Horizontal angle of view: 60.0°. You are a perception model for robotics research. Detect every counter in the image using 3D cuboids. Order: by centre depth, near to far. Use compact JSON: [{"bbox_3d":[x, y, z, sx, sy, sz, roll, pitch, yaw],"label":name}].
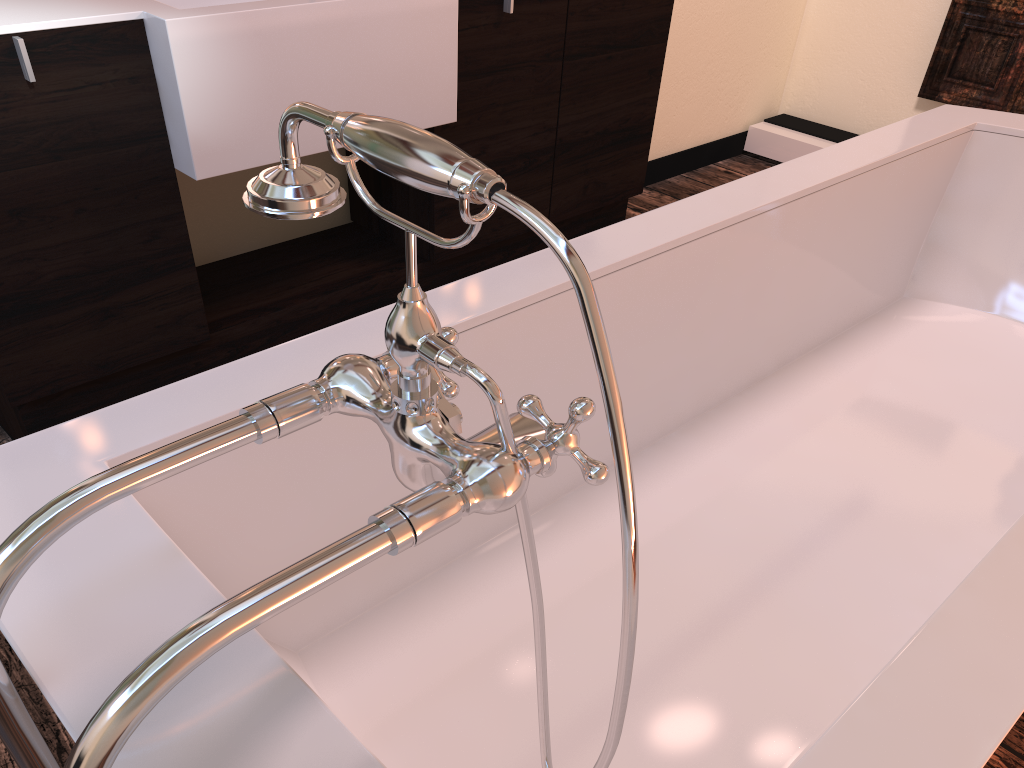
[{"bbox_3d":[-0.340,-0.820,1.915,1.839,0.302,0.437,-28,47,-35],"label":"counter"}]

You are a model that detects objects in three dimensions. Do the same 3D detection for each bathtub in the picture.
[{"bbox_3d":[0.511,0.140,1.414,2.196,0.707,0.790,-28,47,-35],"label":"bathtub"}]

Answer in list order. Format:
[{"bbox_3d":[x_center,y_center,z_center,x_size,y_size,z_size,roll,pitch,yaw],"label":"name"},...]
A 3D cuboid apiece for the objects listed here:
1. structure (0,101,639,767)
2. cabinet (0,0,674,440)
[{"bbox_3d":[-0.187,0.338,0.776,0.551,1.142,0.378,-16,42,-24],"label":"structure"},{"bbox_3d":[-0.376,-0.570,2.133,1.839,0.941,0.382,-28,47,-35],"label":"cabinet"}]
